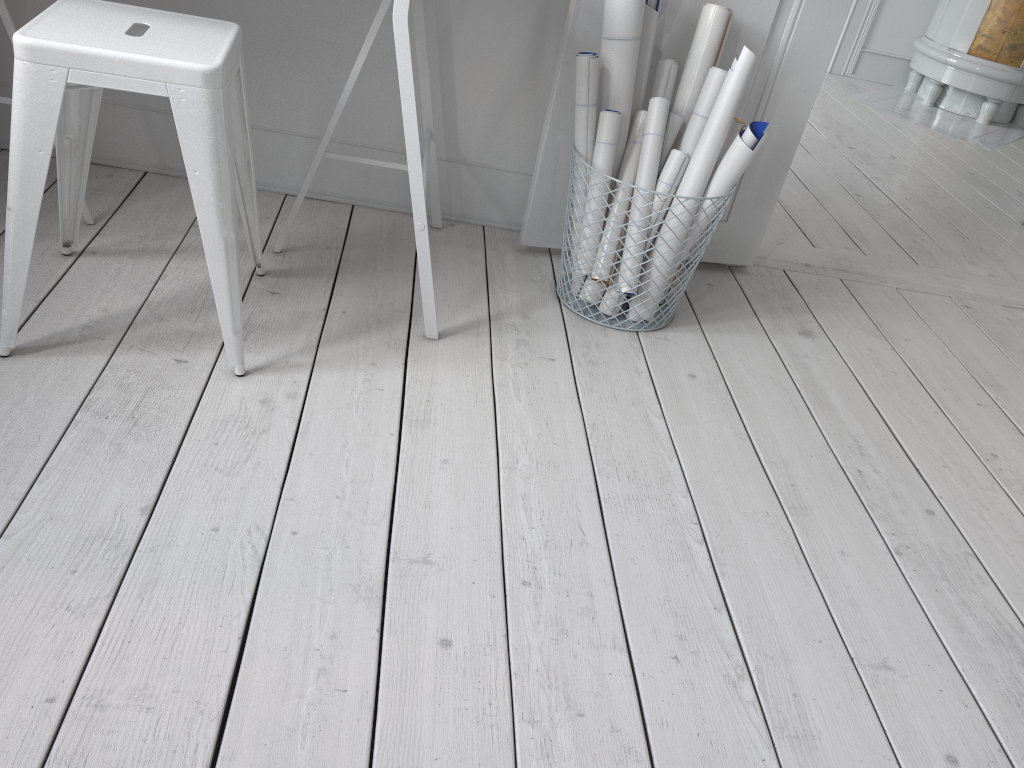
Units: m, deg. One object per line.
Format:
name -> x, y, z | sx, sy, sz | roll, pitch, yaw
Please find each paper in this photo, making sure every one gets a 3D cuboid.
paper -> 0.164, -0.458, 2.006 | 0.166, 0.546, 0.046 | 20, 33, 11
paper -> 0.313, -0.351, 2.039 | 0.078, 0.388, 0.234 | 24, 34, 17
paper -> 0.326, -0.546, 1.969 | 0.431, 0.792, 0.181 | 32, 37, 27
paper -> 0.271, -0.401, 2.040 | 0.054, 0.431, 0.253 | 28, 35, 21
paper -> 0.426, -0.400, 2.085 | 0.123, 0.464, 0.057 | -10, 39, -31
paper -> 0.305, -0.474, 2.089 | 0.047, 0.541, 0.201 | 10, 33, -5
paper -> 0.191, -0.424, 1.984 | 0.047, 0.360, 0.129 | 1, 34, -18
paper -> 0.251, -0.421, 2.008 | 0.047, 0.357, 0.240 | 15, 33, 4
paper -> 0.381, -0.453, 2.061 | 0.060, 0.552, 0.153 | 34, 38, 29
paper -> 0.294, -0.415, 1.981 | 0.049, 0.402, 0.244 | 9, 33, -7
paper -> 0.380, -0.539, 2.092 | 0.073, 0.668, 0.182 | 20, 33, 10

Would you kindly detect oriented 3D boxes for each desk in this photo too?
desk -> -0.663, -0.644, 1.787 | 1.163, 0.775, 0.642 | 8, 33, -8

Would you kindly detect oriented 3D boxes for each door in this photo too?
door -> 0.558, -1.303, 1.743 | 0.678, 2.322, 0.034 | 3, 34, -16

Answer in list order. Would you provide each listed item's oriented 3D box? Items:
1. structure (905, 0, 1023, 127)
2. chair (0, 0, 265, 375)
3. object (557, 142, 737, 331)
structure -> 2.860, -2.716, 4.376 | 0.787, 2.739, 0.789 | -2, 36, -23
chair -> -0.659, -0.363, 1.586 | 0.407, 0.526, 0.410 | 5, 33, -13
object -> 0.283, -0.347, 2.064 | 0.374, 0.350, 0.374 | 9, 33, -7
